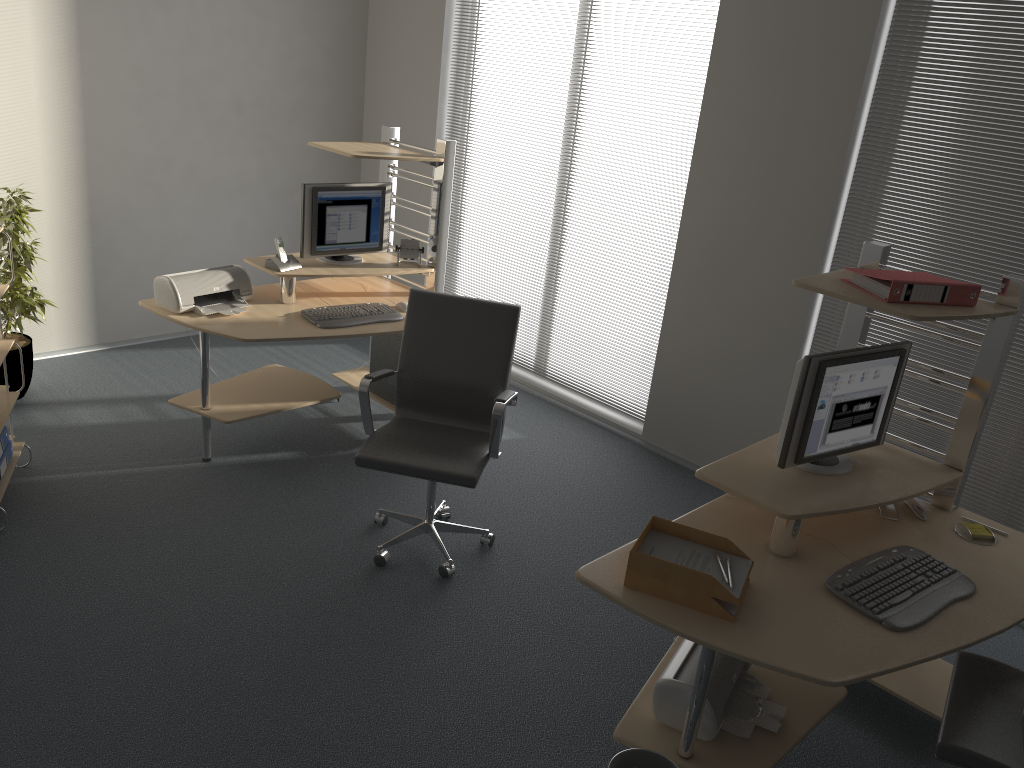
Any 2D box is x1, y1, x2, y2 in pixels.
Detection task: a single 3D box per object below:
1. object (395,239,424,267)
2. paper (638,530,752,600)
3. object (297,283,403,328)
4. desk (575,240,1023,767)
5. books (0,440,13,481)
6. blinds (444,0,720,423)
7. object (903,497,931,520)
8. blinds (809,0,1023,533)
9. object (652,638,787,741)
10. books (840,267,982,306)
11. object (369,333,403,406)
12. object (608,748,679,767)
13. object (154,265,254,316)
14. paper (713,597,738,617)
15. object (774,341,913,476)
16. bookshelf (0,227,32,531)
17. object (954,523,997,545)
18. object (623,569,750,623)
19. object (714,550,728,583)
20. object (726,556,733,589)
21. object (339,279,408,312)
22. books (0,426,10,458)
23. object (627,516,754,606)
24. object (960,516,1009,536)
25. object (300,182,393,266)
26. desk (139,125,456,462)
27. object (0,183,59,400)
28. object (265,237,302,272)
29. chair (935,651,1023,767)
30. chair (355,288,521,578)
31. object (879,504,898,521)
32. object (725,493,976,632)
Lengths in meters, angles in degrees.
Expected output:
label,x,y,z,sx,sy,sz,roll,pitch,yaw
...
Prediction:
label,x,y,z,sx,sy,sz,roll,pitch,yaw
object,-0.553,-0.709,4.781,0.154,0.135,0.093,3,22,-10
paper,0.501,0.498,2.466,0.297,0.010,0.210,15,23,20
object,-0.951,-0.417,4.574,0.478,0.082,0.814,-10,27,-37
desk,1.026,0.503,2.665,1.469,1.566,0.967,-15,30,-43
books,-2.290,0.342,3.750,0.262,0.072,0.320,0,23,-18
blinds,0.256,-1.365,5.275,0.037,2.749,1.950,-15,30,-43
object,1.398,0.421,3.062,0.022,0.042,0.134,5,21,-5
blinds,2.224,-0.436,3.511,0.022,2.770,1.950,-15,30,-43
object,0.664,0.900,2.698,0.351,0.162,0.438,17,24,25
books,1.273,-0.326,2.844,0.320,0.072,0.262,1,22,-14
object,-0.560,-0.096,4.895,0.199,0.422,0.471,-15,30,-43
object,0.329,1.192,2.358,0.208,0.377,0.208,5,21,-4
object,-1.425,-0.446,4.251,0.351,0.162,0.438,21,25,32
paper,0.496,0.546,2.485,0.297,0.019,0.210,15,23,20
object,1.057,0.059,2.929,0.516,0.418,0.245,-3,23,-24
bookshelf,-2.240,-0.226,3.535,0.381,1.572,0.724,-1,23,-19
object,1.548,0.490,2.953,0.132,0.026,0.132,-15,30,-43
object,0.496,0.534,2.480,0.309,0.060,0.225,15,23,20
object,0.578,0.504,2.450,0.008,0.009,0.159,6,21,-2
object,0.595,0.515,2.427,0.008,0.009,0.159,9,21,6
object,-0.731,-0.493,4.825,0.168,0.088,0.742,-13,29,-41
books,-2.294,0.291,3.727,0.263,0.100,0.320,0,23,-18
object,0.502,0.482,2.460,0.309,0.060,0.225,15,23,20
object,1.604,0.481,3.015,0.158,0.011,0.011,24,27,36
object,-0.891,-0.859,4.674,0.516,0.418,0.245,-6,25,-30
desk,-0.937,-0.423,4.426,1.469,1.566,0.967,-15,30,-43
object,-2.666,-0.462,4.601,0.544,1.147,0.644,0,22,-17
object,-1.150,-0.659,4.454,0.119,0.151,0.150,18,24,26
chair,1.500,0.965,2.345,0.652,1.048,0.584,18,24,27
chair,-0.312,0.215,3.704,0.584,1.048,0.652,10,22,8
object,1.295,0.400,3.055,0.054,0.064,0.159,10,22,9
object,0.973,0.511,2.797,0.478,0.082,0.814,-10,27,-37
